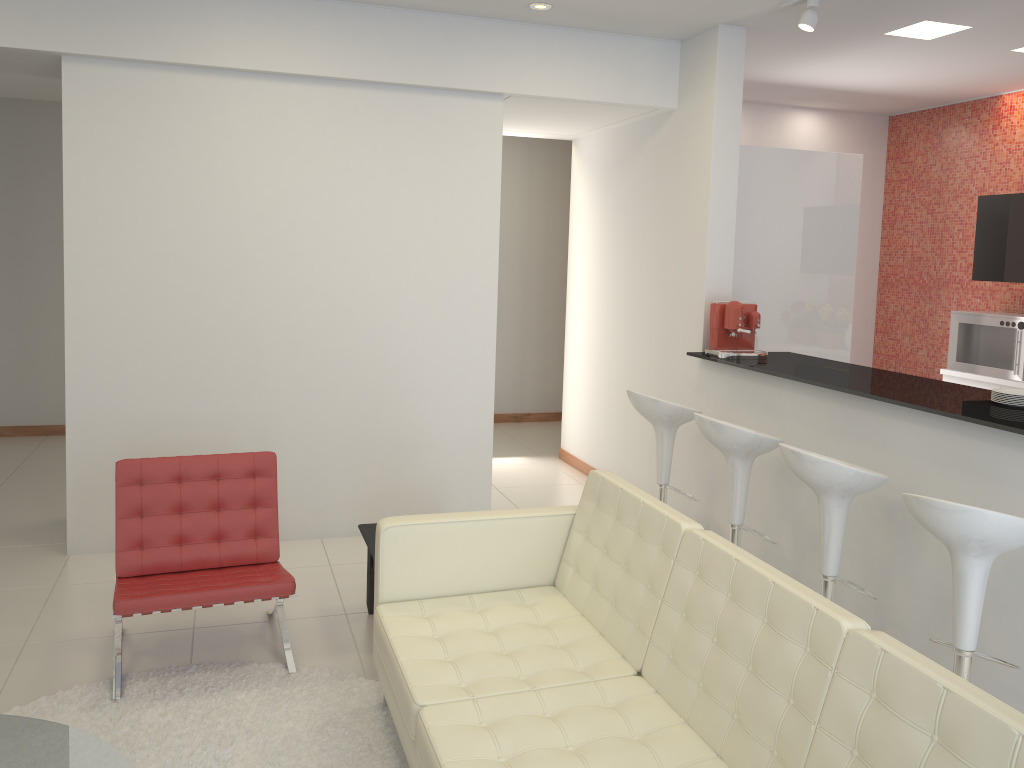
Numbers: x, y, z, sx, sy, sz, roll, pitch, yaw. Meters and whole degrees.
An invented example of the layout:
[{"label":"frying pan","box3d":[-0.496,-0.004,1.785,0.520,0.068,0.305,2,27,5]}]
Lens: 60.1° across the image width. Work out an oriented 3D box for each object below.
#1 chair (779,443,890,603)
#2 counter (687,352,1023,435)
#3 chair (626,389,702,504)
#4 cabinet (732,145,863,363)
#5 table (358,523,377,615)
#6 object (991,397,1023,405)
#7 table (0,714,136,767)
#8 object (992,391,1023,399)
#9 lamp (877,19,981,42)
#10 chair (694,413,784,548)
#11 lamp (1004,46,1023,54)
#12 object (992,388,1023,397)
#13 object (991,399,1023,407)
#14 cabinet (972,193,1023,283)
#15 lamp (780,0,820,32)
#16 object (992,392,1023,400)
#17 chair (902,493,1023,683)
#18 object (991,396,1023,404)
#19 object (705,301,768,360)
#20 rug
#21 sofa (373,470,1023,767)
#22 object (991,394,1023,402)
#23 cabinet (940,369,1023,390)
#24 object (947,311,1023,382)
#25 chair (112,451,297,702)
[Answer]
[{"label":"chair","box3d":[1.355,0.766,3.784,0.464,1.016,0.459,1,6,-7]},{"label":"counter","box3d":[1.879,0.027,4.164,0.735,0.019,2.984,-1,9,-18]},{"label":"chair","box3d":[0.888,0.540,5.229,0.464,1.016,0.459,1,6,-7]},{"label":"cabinet","box3d":[1.558,-0.399,6.644,1.057,2.510,1.647,0,6,-18]},{"label":"table","box3d":[-0.230,0.947,4.219,0.916,0.420,0.705,-1,8,-18]},{"label":"object","box3d":[2.143,0.075,3.741,0.211,0.015,0.211,6,9,26]},{"label":"table","box3d":[-1.615,1.246,1.905,1.537,0.402,1.329,-1,8,-19]},{"label":"object","box3d":[2.144,0.048,3.738,0.211,0.015,0.211,6,9,26]},{"label":"lamp","box3d":[2.497,-2.139,5.317,0.408,0.034,0.411,-1,9,-18]},{"label":"chair","box3d":[1.131,0.657,4.477,0.464,1.016,0.459,1,6,-7]},{"label":"lamp","box3d":[3.445,-2.153,5.624,0.408,0.034,0.411,-1,9,-18]},{"label":"object","box3d":[2.144,0.041,3.738,0.211,0.015,0.211,6,9,26]},{"label":"object","box3d":[2.142,0.082,3.741,0.211,0.015,0.211,6,9,26]},{"label":"cabinet","box3d":[4.282,-0.902,5.444,0.352,0.655,3.264,0,8,-18]},{"label":"lamp","box3d":[1.776,-1.857,4.010,0.112,0.198,1.834,0,8,-18]},{"label":"object","box3d":[2.143,0.055,3.739,0.211,0.015,0.211,6,9,26]},{"label":"chair","box3d":[1.582,0.874,3.090,0.465,1.016,0.459,-2,7,-32]},{"label":"object","box3d":[2.143,0.068,3.740,0.211,0.015,0.211,6,9,26]},{"label":"object","box3d":[1.363,-0.320,5.206,0.321,0.335,0.322,0,7,-18]},{"label":"rug","box3d":[-0.857,1.435,2.159,2.442,0.004,3.349,-1,9,-17]},{"label":"sofa","box3d":[0.306,0.975,2.391,1.000,0.917,2.581,0,8,-18]},{"label":"object","box3d":[2.143,0.062,3.740,0.211,0.015,0.211,6,9,26]},{"label":"cabinet","box3d":[3.208,0.624,5.294,2.494,0.979,3.357,-1,8,-18]},{"label":"object","box3d":[3.754,-0.297,6.736,0.435,0.468,0.727,0,8,-18]},{"label":"chair","box3d":[-1.343,0.769,3.840,0.700,0.812,0.710,-1,7,-23]}]
